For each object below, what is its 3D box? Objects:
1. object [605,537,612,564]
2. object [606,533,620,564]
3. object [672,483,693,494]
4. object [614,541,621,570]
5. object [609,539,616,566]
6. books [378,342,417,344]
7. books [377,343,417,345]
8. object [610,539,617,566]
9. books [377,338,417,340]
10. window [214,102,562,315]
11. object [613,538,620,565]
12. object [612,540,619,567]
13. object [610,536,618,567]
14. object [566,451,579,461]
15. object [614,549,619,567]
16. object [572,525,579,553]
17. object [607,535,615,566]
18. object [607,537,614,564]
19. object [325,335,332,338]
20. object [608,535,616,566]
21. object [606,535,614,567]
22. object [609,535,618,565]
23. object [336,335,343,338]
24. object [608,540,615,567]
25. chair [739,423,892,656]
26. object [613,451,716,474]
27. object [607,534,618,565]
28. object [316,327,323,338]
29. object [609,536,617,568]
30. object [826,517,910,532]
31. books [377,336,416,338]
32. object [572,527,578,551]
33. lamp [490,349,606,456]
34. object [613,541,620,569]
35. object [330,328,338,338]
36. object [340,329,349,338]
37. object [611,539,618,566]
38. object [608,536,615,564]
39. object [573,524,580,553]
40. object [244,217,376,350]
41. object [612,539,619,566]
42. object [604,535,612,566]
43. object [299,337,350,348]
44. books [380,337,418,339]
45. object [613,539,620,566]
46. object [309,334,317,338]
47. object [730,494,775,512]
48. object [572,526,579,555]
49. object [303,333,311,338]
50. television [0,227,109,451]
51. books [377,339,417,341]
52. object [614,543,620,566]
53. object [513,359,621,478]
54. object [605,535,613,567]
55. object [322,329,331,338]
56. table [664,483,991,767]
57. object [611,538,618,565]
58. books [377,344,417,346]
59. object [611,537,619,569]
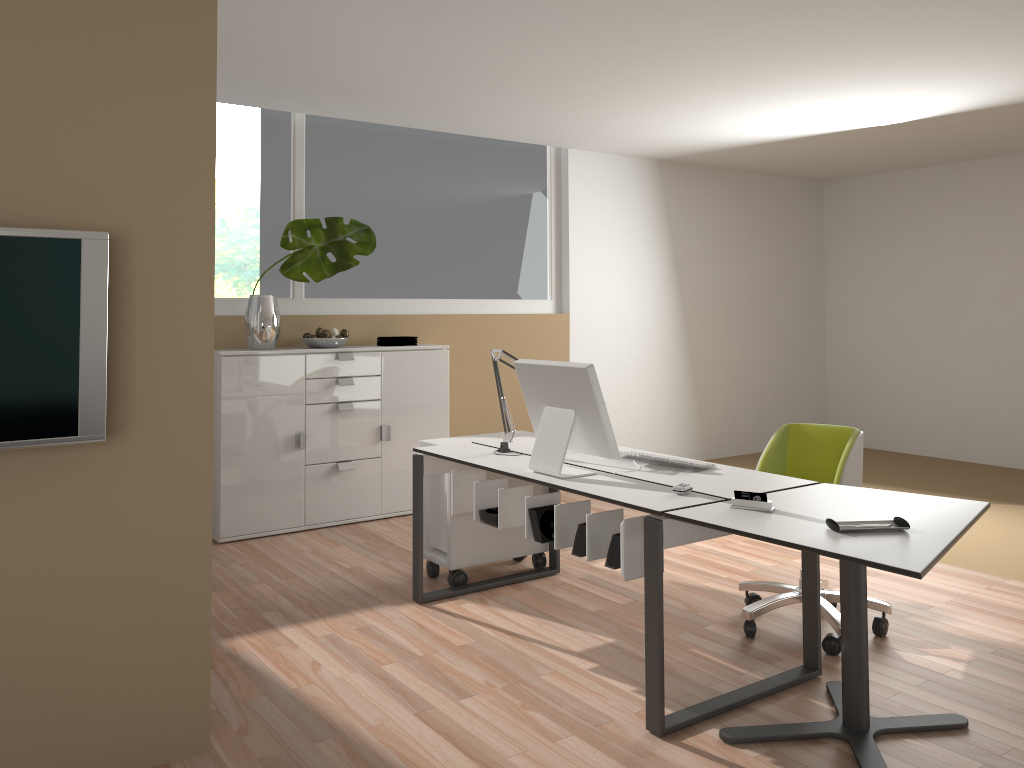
[{"bbox_3d":[0.375,0.551,2.967,0.133,0.114,0.040,-1,-1,-35],"label":"object"},{"bbox_3d":[0.378,0.551,2.963,0.133,0.114,0.040,-1,-1,-35],"label":"object"},{"bbox_3d":[0.583,0.357,3.008,0.047,0.021,0.084,2,5,34],"label":"object"},{"bbox_3d":[0.402,0.554,2.929,0.133,0.114,0.040,-1,-1,-35],"label":"object"},{"bbox_3d":[0.387,0.552,2.950,0.133,0.114,0.040,-1,-1,-35],"label":"object"},{"bbox_3d":[-0.774,-0.277,5.913,0.222,0.007,0.157,-4,6,-36],"label":"books"},{"bbox_3d":[-0.772,-0.271,5.914,0.222,0.006,0.157,-4,6,-35],"label":"books"},{"bbox_3d":[0.390,0.552,2.946,0.133,0.114,0.040,-1,-1,-35],"label":"object"},{"bbox_3d":[-0.773,-0.304,5.918,0.222,0.008,0.157,-4,6,-35],"label":"books"},{"bbox_3d":[-1.095,-1.371,6.100,3.636,1.804,0.045,-3,-1,-35],"label":"window"},{"bbox_3d":[0.398,0.553,2.935,0.133,0.114,0.039,-1,-1,-35],"label":"object"},{"bbox_3d":[0.396,0.553,2.937,0.133,0.114,0.039,-1,-1,-35],"label":"object"},{"bbox_3d":[0.391,0.552,2.944,0.133,0.114,0.039,-1,-1,-35],"label":"object"},{"bbox_3d":[0.294,0.313,3.824,0.140,0.080,0.371,2,5,34],"label":"object"},{"bbox_3d":[0.402,0.553,2.929,0.133,0.114,0.039,-1,-1,-35],"label":"object"},{"bbox_3d":[0.275,0.539,3.110,0.133,0.114,0.040,-1,-1,-35],"label":"object"},{"bbox_3d":[0.382,0.551,2.957,0.133,0.114,0.040,-1,-1,-35],"label":"object"},{"bbox_3d":[0.381,0.551,2.959,0.133,0.114,0.040,-1,-1,-35],"label":"object"},{"bbox_3d":[-1.147,-0.273,5.514,0.056,0.065,0.051,0,0,-22],"label":"object"},{"bbox_3d":[0.385,0.552,2.954,0.133,0.114,0.040,-1,-1,-35],"label":"object"},{"bbox_3d":[0.379,0.551,2.961,0.133,0.114,0.040,-1,-1,-35],"label":"object"},{"bbox_3d":[0.387,0.552,2.950,0.133,0.114,0.039,-1,-1,-35],"label":"object"},{"bbox_3d":[-1.097,-0.280,5.605,0.056,0.064,0.054,0,1,33],"label":"object"},{"bbox_3d":[0.386,0.552,2.952,0.133,0.114,0.039,-1,-1,-35],"label":"object"},{"bbox_3d":[1.241,0.605,3.687,0.621,0.812,0.598,0,0,30],"label":"chair"},{"bbox_3d":[0.514,0.336,3.532,0.388,0.080,0.456,-4,6,-40],"label":"object"},{"bbox_3d":[0.382,0.551,2.958,0.133,0.114,0.039,-1,-1,-35],"label":"object"},{"bbox_3d":[-1.233,-0.329,5.646,0.053,0.071,0.052,0,0,-29],"label":"object"},{"bbox_3d":[0.389,0.552,2.948,0.133,0.114,0.040,-1,-1,-35],"label":"object"},{"bbox_3d":[1.008,0.397,2.496,0.215,0.031,0.090,-1,4,-5],"label":"object"},{"bbox_3d":[-0.770,-0.315,5.918,0.222,0.006,0.157,-4,6,-35],"label":"books"},{"bbox_3d":[0.274,0.539,3.112,0.133,0.114,0.040,-1,-1,-35],"label":"object"},{"bbox_3d":[0.143,0.117,3.823,0.539,0.531,0.139,0,-2,20],"label":"lamp"},{"bbox_3d":[0.399,0.553,2.933,0.133,0.114,0.040,-1,-1,-35],"label":"object"},{"bbox_3d":[-1.134,-0.325,5.605,0.056,0.067,0.051,0,0,-12],"label":"object"},{"bbox_3d":[-1.075,-0.319,5.645,0.053,0.068,0.053,0,0,-27],"label":"object"},{"bbox_3d":[0.393,0.553,2.942,0.133,0.114,0.040,-1,-1,-35],"label":"object"},{"bbox_3d":[0.383,0.551,2.955,0.133,0.114,0.040,-1,-1,-35],"label":"object"},{"bbox_3d":[0.278,0.540,3.107,0.133,0.114,0.040,-1,-1,-35],"label":"object"},{"bbox_3d":[-1.279,-0.651,5.571,0.858,0.848,0.264,-1,-1,-38],"label":"object"},{"bbox_3d":[0.395,0.553,2.938,0.133,0.114,0.040,-1,-1,-35],"label":"object"},{"bbox_3d":[0.374,0.550,2.969,0.133,0.114,0.040,-1,-1,-35],"label":"object"},{"bbox_3d":[-1.192,-0.263,5.597,0.314,0.064,0.314,1,5,20],"label":"object"},{"bbox_3d":[-0.770,-0.310,5.916,0.222,0.007,0.157,-3,6,-35],"label":"books"},{"bbox_3d":[0.398,0.553,2.935,0.133,0.114,0.040,-1,-1,-35],"label":"object"},{"bbox_3d":[-1.248,-0.281,5.513,0.055,0.061,0.056,0,1,9],"label":"object"},{"bbox_3d":[0.757,0.364,2.769,0.130,0.056,0.049,2,2,30],"label":"object"},{"bbox_3d":[0.277,0.540,3.108,0.133,0.114,0.040,-1,-1,-35],"label":"object"},{"bbox_3d":[-1.291,-0.290,5.545,0.052,0.065,0.056,0,1,34],"label":"object"},{"bbox_3d":[-1.606,-0.103,2.100,1.175,0.581,0.054,-3,-1,-35],"label":"television"},{"bbox_3d":[-0.773,-0.299,5.918,0.222,0.008,0.157,-4,6,-35],"label":"books"},{"bbox_3d":[0.400,0.553,2.931,0.133,0.114,0.040,-1,-1,-35],"label":"object"},{"bbox_3d":[0.199,0.125,3.404,0.197,0.432,0.466,1,1,-35],"label":"object"},{"bbox_3d":[0.377,0.551,2.965,0.133,0.114,0.040,-1,-1,-35],"label":"object"},{"bbox_3d":[-1.172,-0.314,5.555,0.055,0.064,0.053,0,1,40],"label":"object"},{"bbox_3d":[1.086,0.743,2.666,0.926,0.690,0.810,-2,2,-38],"label":"table"},{"bbox_3d":[0.392,0.552,2.943,0.133,0.114,0.039,-1,-1,-35],"label":"object"},{"bbox_3d":[-0.772,-0.265,5.914,0.222,0.006,0.157,-4,6,-35],"label":"books"},{"bbox_3d":[0.394,0.553,2.940,0.133,0.114,0.040,-1,-1,-35],"label":"object"}]
